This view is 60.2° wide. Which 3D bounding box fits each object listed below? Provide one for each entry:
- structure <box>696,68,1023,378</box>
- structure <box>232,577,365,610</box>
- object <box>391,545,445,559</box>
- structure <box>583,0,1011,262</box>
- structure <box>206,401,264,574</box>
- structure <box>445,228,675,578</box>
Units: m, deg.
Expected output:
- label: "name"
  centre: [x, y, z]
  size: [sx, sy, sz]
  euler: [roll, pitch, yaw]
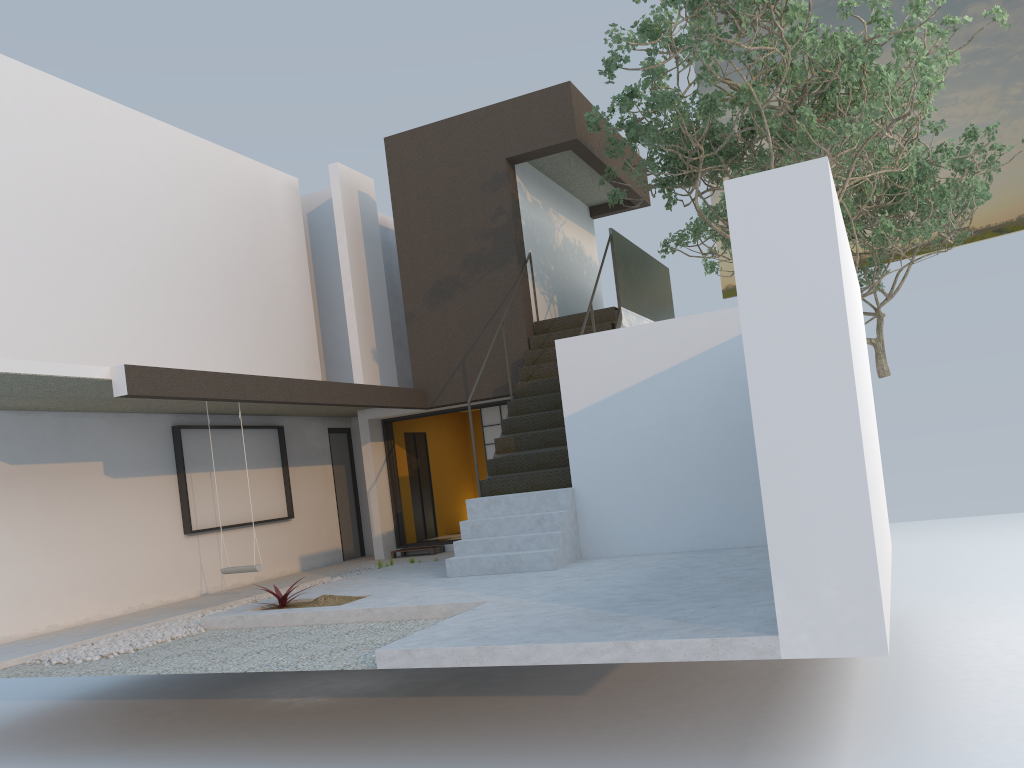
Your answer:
- label: "structure"
  centre: [6.212, -2.433, 15.741]
  size: [5.512, 4.695, 7.322]
  euler: [-7, -4, 3]
- label: "structure"
  centre: [-1.900, 1.930, 8.019]
  size: [1.209, 0.291, 0.746]
  euler: [-9, -6, 23]
- label: "object"
  centre: [-1.356, 2.421, 12.738]
  size: [0.706, 0.100, 0.349]
  euler: [-9, -6, 23]
- label: "structure"
  centre: [3.076, -2.526, 9.935]
  size: [4.337, 3.694, 5.762]
  euler: [-7, -4, 3]
- label: "structure"
  centre: [-2.880, 1.014, 9.079]
  size: [0.464, 1.865, 0.128]
  euler: [-7, -1, 23]
- label: "structure"
  centre: [0.951, 0.022, 11.518]
  size: [1.163, 3.938, 6.542]
  euler: [-7, -4, 23]
